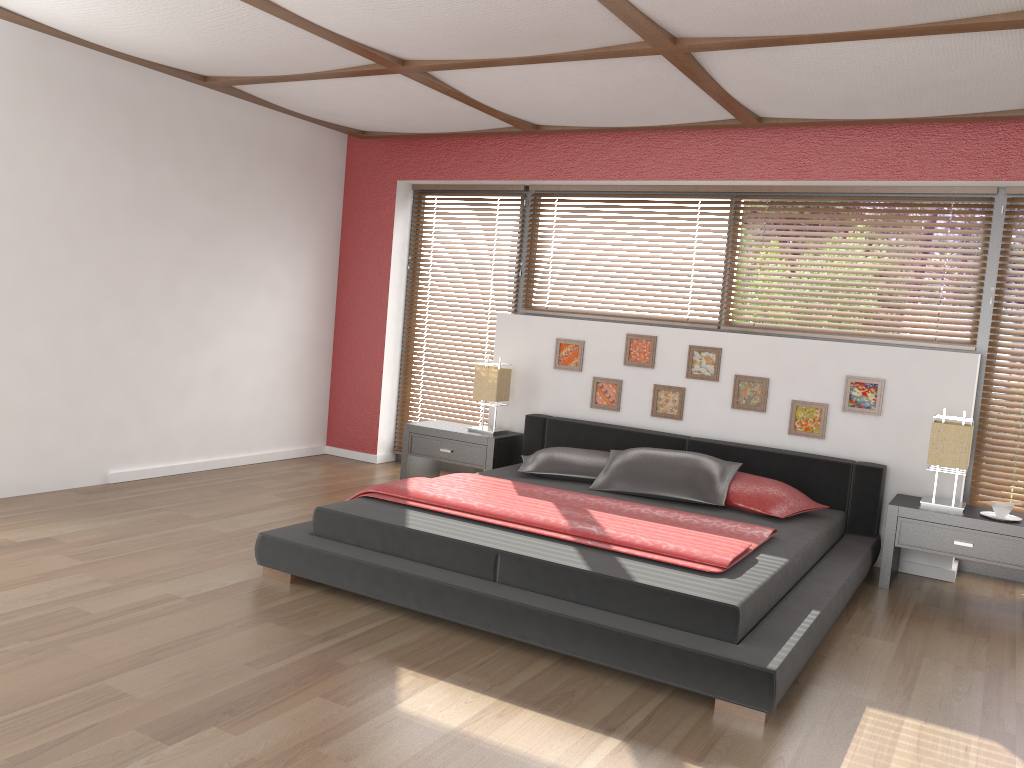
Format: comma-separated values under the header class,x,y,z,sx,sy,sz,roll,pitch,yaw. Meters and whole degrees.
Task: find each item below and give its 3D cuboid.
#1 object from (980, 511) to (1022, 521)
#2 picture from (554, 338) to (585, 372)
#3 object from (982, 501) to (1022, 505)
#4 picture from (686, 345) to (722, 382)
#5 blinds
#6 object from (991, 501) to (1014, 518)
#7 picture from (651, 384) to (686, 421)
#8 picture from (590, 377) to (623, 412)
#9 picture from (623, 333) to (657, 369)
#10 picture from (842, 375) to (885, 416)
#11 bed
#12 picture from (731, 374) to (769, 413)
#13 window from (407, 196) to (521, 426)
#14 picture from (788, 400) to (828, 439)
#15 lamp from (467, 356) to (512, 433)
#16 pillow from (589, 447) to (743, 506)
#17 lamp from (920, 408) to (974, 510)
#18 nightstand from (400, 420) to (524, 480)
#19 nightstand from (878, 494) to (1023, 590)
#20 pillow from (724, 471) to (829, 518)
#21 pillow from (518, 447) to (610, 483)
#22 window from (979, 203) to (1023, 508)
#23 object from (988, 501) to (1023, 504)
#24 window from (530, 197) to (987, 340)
class,x,y,z,sx,sy,sz,roll,pitch,yaw
object,2.355,0.641,4.274,0.179,0.012,0.179,2,6,-36
picture,0.368,-0.188,5.725,0.200,0.200,0.010,7,5,29
object,2.350,0.571,4.256,0.192,0.007,0.007,5,4,-1
picture,1.143,-0.123,5.287,0.200,0.200,0.010,7,5,29
blinds,1.281,-0.194,5.535,4.840,1.952,0.032,7,5,29
object,2.358,0.609,4.272,0.099,0.069,0.099,2,6,-36
picture,0.950,0.111,5.403,0.200,0.200,0.010,7,5,29
picture,0.595,0.063,5.604,0.200,0.200,0.010,7,5,29
picture,0.792,-0.205,5.483,0.200,0.200,0.010,7,5,29
picture,1.921,0.063,4.850,0.200,0.200,0.010,7,5,29
bed,0.344,0.606,4.329,2.469,0.577,2.413,7,5,29
picture,1.384,0.055,5.155,0.200,0.200,0.010,7,5,29
window,-0.369,-0.451,6.544,0.889,1.893,0.020,7,5,29
picture,1.668,0.200,4.998,0.200,0.200,0.010,7,5,29
lamp,-0.135,0.063,5.783,0.200,0.480,0.200,7,5,29
pillow,0.811,0.473,4.726,0.744,0.241,0.386,7,5,25
lamp,2.200,0.367,4.464,0.200,0.480,0.200,7,5,29
nightstand,-0.332,0.504,5.861,0.700,0.423,0.413,7,5,29
nightstand,2.243,0.840,4.407,0.700,0.423,0.413,7,5,29
pillow,1.221,0.566,4.657,0.418,0.172,0.745,1,6,-41
pillow,0.406,0.464,5.055,0.745,0.172,0.418,5,4,5
window,3.007,-0.011,4.638,0.889,1.893,0.020,7,5,29
object,2.368,0.571,4.271,0.192,0.007,0.007,4,5,-6
window,1.367,-0.770,5.547,2.817,0.786,0.020,7,5,29
